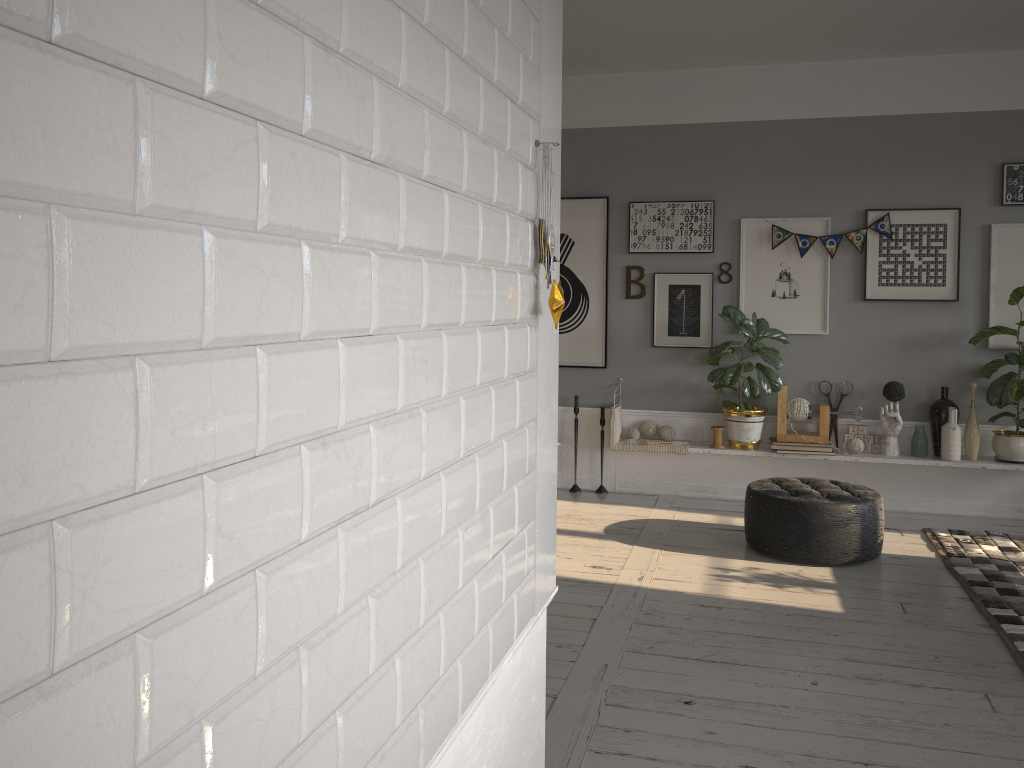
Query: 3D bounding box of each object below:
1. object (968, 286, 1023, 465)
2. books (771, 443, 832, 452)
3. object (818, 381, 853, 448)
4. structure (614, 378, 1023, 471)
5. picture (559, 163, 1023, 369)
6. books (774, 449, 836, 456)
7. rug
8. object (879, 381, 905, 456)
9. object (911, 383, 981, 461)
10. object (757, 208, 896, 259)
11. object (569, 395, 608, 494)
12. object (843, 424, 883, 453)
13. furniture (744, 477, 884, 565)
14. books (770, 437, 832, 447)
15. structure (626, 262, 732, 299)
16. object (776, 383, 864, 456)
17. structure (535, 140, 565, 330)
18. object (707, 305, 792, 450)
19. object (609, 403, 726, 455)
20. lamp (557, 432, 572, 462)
[{"bbox_3d":[3.169,-0.081,5.495,0.416,1.147,0.568,-1,3,-35],"label":"object"},{"bbox_3d":[1.919,0.409,5.881,0.384,0.029,0.261,2,6,16],"label":"books"},{"bbox_3d":[2.178,0.210,5.962,0.221,0.462,0.019,1,2,15],"label":"object"},{"bbox_3d":[2.062,0.258,5.874,2.776,0.485,0.309,2,3,15],"label":"structure"},{"bbox_3d":[-0.408,-0.695,4.590,7.295,1.790,4.052,2,5,15],"label":"picture"},{"bbox_3d":[1.932,0.433,5.883,0.368,0.021,0.297,2,5,10],"label":"books"},{"bbox_3d":[3.000,1.014,3.953,1.770,0.034,2.535,2,6,15],"label":"rug"},{"bbox_3d":[2.468,0.222,5.747,0.155,0.482,0.136,1,2,15],"label":"object"},{"bbox_3d":[2.767,0.231,5.648,0.286,0.487,0.332,-1,3,-24],"label":"object"},{"bbox_3d":[2.112,-1.007,5.955,0.914,0.339,0.057,2,2,15],"label":"object"},{"bbox_3d":[0.552,0.424,6.335,0.279,0.699,0.092,1,2,8],"label":"object"},{"bbox_3d":[2.340,0.362,5.882,0.265,0.173,0.078,2,3,21],"label":"object"},{"bbox_3d":[1.673,0.743,4.924,0.735,0.356,0.738,1,5,2],"label":"furniture"},{"bbox_3d":[1.919,0.385,5.891,0.379,0.017,0.230,2,5,13],"label":"books"},{"bbox_3d":[1.176,-0.728,6.250,0.739,0.262,0.024,2,2,15],"label":"structure"},{"bbox_3d":[2.036,0.232,5.849,0.546,0.439,0.239,2,3,15],"label":"object"},{"bbox_3d":[0.088,-0.351,2.090,0.078,0.446,0.134,1,2,3],"label":"structure"},{"bbox_3d":[1.565,-0.044,5.911,0.510,0.961,0.547,1,2,1],"label":"object"},{"bbox_3d":[1.079,0.318,6.121,0.785,0.306,0.330,2,4,16],"label":"object"},{"bbox_3d":[0.207,0.557,6.286,0.433,0.436,0.433,3,4,37],"label":"lamp"}]
